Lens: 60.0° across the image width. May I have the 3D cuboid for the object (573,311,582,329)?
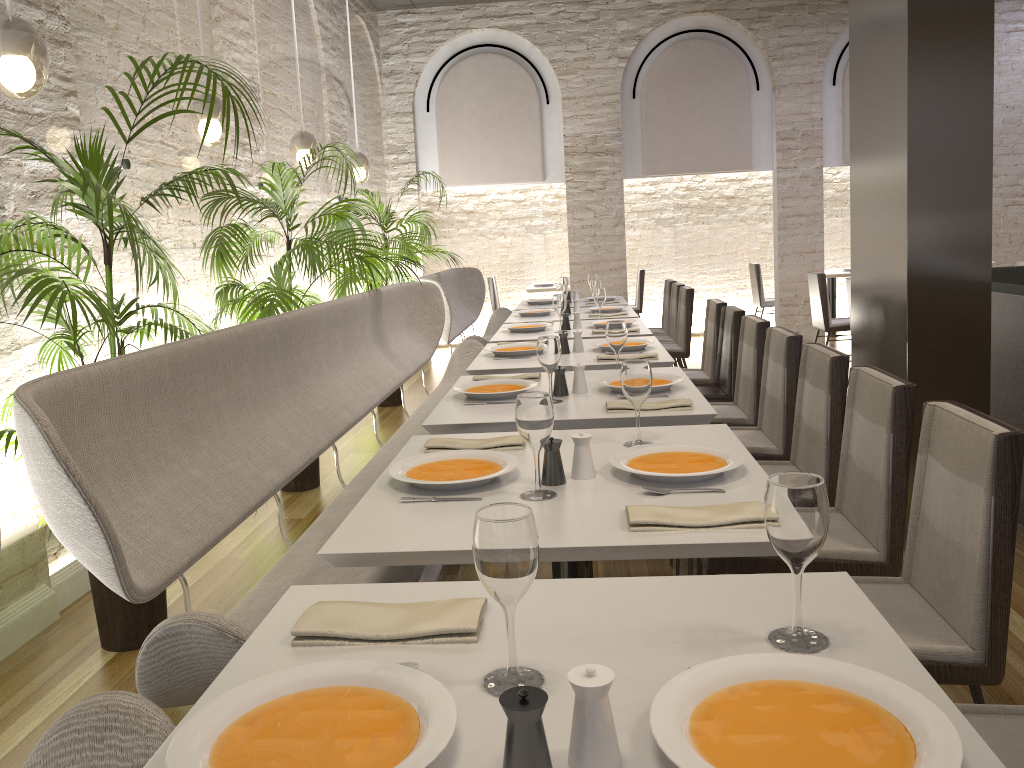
[{"bbox_3d":[0.407,-0.400,5.529,0.059,0.109,0.060,3,10,40],"label":"object"}]

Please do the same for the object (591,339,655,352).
[{"bbox_3d":[0.555,-0.190,4.430,0.322,0.036,0.323,-6,10,-17],"label":"object"}]

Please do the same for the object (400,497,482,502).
[{"bbox_3d":[-0.158,0.256,1.983,0.185,0.010,0.017,-2,9,4],"label":"object"}]

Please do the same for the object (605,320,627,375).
[{"bbox_3d":[0.417,-0.135,3.523,0.086,0.230,0.086,-10,10,-43],"label":"object"}]

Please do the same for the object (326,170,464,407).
[{"bbox_3d":[-1.018,-0.793,7.414,1.146,1.965,1.193,-5,8,-15],"label":"object"}]

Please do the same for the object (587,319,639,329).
[{"bbox_3d":[0.632,-0.374,5.538,0.322,0.036,0.323,5,12,41],"label":"object"}]

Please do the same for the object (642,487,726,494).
[{"bbox_3d":[0.376,0.232,1.941,0.181,0.015,0.038,-2,9,6],"label":"object"}]

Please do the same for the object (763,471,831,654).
[{"bbox_3d":[0.390,0.242,1.212,0.086,0.230,0.086,-10,10,-43],"label":"object"}]

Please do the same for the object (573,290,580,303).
[{"bbox_3d":[0.562,-0.769,7.751,0.059,0.109,0.060,3,10,40],"label":"object"}]

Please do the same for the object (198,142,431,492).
[{"bbox_3d":[-1.204,-0.387,4.976,1.190,1.965,1.149,4,11,45],"label":"object"}]

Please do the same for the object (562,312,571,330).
[{"bbox_3d":[0.333,-0.390,5.489,0.059,0.109,0.060,3,10,40],"label":"object"}]

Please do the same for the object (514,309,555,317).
[{"bbox_3d":[0.173,-0.534,6.672,0.322,0.036,0.323,5,12,41],"label":"object"}]

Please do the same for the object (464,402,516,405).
[{"bbox_3d":[-0.078,0.065,3.133,0.185,0.010,0.017,-2,9,4],"label":"object"}]

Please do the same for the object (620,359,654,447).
[{"bbox_3d":[0.339,0.052,2.398,0.086,0.230,0.086,-2,7,10],"label":"object"}]

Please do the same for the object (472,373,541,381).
[{"bbox_3d":[-0.020,-0.026,3.651,0.273,0.033,0.143,-2,9,4],"label":"object"}]

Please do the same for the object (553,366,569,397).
[{"bbox_3d":[0.175,-0.013,3.223,0.059,0.109,0.060,-4,7,-4],"label":"object"}]

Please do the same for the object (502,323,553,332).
[{"bbox_3d":[0.097,-0.352,5.580,0.322,0.036,0.323,5,12,41],"label":"object"}]

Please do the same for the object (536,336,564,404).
[{"bbox_3d":[0.132,-0.050,3.093,0.086,0.230,0.086,-10,10,-43],"label":"object"}]

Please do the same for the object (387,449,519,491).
[{"bbox_3d":[-0.142,0.216,2.163,0.322,0.036,0.323,-5,9,-13],"label":"object"}]

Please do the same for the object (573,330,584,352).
[{"bbox_3d":[0.329,-0.216,4.422,0.059,0.109,0.060,-4,7,-4],"label":"object"}]

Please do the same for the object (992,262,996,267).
[{"bbox_3d":[3.458,-0.769,6.420,0.086,0.230,0.086,2,9,34],"label":"object"}]

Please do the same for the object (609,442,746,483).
[{"bbox_3d":[0.394,0.194,2.121,0.322,0.036,0.323,-5,9,-13],"label":"object"}]

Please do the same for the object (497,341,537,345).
[{"bbox_3d":[0.061,-0.218,4.810,0.273,0.033,0.143,-2,9,4],"label":"object"}]

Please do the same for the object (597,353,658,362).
[{"bbox_3d":[0.529,-0.124,4.075,0.273,0.033,0.143,-2,9,4],"label":"object"}]

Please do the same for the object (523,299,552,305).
[{"bbox_3d":[0.252,-0.721,7.801,0.322,0.036,0.323,5,12,41],"label":"object"}]

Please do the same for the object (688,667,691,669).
[{"bbox_3d":[0.322,0.366,1.146,0.185,0.010,0.017,-2,9,4],"label":"object"}]

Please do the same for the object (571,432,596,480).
[{"bbox_3d":[0.168,0.167,2.113,0.059,0.109,0.060,-4,7,-4],"label":"object"}]

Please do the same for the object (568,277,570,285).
[{"bbox_3d":[0.693,-1.239,10.598,0.059,0.109,0.060,-2,7,6],"label":"object"}]

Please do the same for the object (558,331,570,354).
[{"bbox_3d":[0.256,-0.206,4.382,0.059,0.109,0.060,-4,7,-4],"label":"object"}]

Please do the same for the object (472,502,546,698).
[{"bbox_3d":[-0.004,0.275,1.138,0.086,0.230,0.086,-10,10,-43],"label":"object"}]

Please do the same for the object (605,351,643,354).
[{"bbox_3d":[0.538,-0.152,4.250,0.181,0.015,0.038,-2,9,6],"label":"object"}]

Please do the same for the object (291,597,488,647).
[{"bbox_3d":[-0.180,0.357,1.349,0.273,0.033,0.143,-2,9,4],"label":"object"}]

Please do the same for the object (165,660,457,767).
[{"bbox_3d":[-0.222,0.407,1.011,0.322,0.036,0.323,4,12,39],"label":"object"}]

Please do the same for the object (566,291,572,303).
[{"bbox_3d":[0.488,-0.759,7.711,0.059,0.109,0.060,3,10,40],"label":"object"}]

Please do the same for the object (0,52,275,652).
[{"bbox_3d":[-1.341,-0.056,2.986,1.146,1.965,1.193,2,9,35],"label":"object"}]

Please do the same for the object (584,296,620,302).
[{"bbox_3d":[0.787,-0.743,7.759,0.322,0.036,0.323,5,12,41],"label":"object"}]

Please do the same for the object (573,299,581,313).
[{"bbox_3d":[0.483,-0.582,6.622,0.059,0.109,0.060,3,10,40],"label":"object"}]

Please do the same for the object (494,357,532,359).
[{"bbox_3d":[0.003,-0.128,4.292,0.185,0.010,0.017,-2,9,4],"label":"object"}]

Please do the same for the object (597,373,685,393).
[{"bbox_3d":[0.474,0.003,3.271,0.322,0.036,0.323,-6,10,-17],"label":"object"}]

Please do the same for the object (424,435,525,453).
[{"bbox_3d":[-0.100,0.166,2.501,0.273,0.033,0.143,-2,9,4],"label":"object"}]

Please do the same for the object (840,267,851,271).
[{"bbox_3d":[4.008,-1.341,10.373,0.322,0.036,0.323,4,12,39],"label":"object"}]

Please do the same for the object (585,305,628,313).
[{"bbox_3d":[0.708,-0.555,6.630,0.322,0.036,0.323,5,12,41],"label":"object"}]

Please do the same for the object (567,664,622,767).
[{"bbox_3d":[0.087,0.359,0.961,0.059,0.109,0.060,-1,8,13],"label":"object"}]

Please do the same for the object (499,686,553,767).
[{"bbox_3d":[0.014,0.369,0.921,0.059,0.109,0.060,-1,8,13],"label":"object"}]

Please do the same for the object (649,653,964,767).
[{"bbox_3d":[0.313,0.385,0.969,0.322,0.036,0.323,4,12,39],"label":"object"}]

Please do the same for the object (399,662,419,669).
[{"bbox_3d":[-0.213,0.386,1.187,0.181,0.015,0.038,-2,9,6],"label":"object"}]

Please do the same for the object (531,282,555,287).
[{"bbox_3d":[0.383,-1.191,10.648,0.322,0.036,0.323,4,12,39],"label":"object"}]

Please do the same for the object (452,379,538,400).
[{"bbox_3d":[-0.061,0.025,3.313,0.322,0.036,0.323,-6,10,-17],"label":"object"}]

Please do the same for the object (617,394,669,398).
[{"bbox_3d":[0.457,0.041,3.091,0.181,0.015,0.038,-2,9,6],"label":"object"}]

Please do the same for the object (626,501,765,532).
[{"bbox_3d":[0.368,0.260,1.766,0.273,0.033,0.143,-2,9,4],"label":"object"}]

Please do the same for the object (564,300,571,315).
[{"bbox_3d":[0.410,-0.571,6.582,0.059,0.109,0.060,3,10,40],"label":"object"}]

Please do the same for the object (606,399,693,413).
[{"bbox_3d":[0.448,0.069,2.916,0.273,0.033,0.143,-2,9,4],"label":"object"}]

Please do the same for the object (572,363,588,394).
[{"bbox_3d":[0.248,-0.024,3.263,0.059,0.109,0.060,-4,7,-4],"label":"object"}]

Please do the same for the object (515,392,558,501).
[{"bbox_3d":[0.054,0.137,1.969,0.087,0.230,0.086,-9,9,-37],"label":"object"}]

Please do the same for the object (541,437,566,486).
[{"bbox_3d":[0.095,0.178,2.073,0.059,0.109,0.060,-4,7,-4],"label":"object"}]
